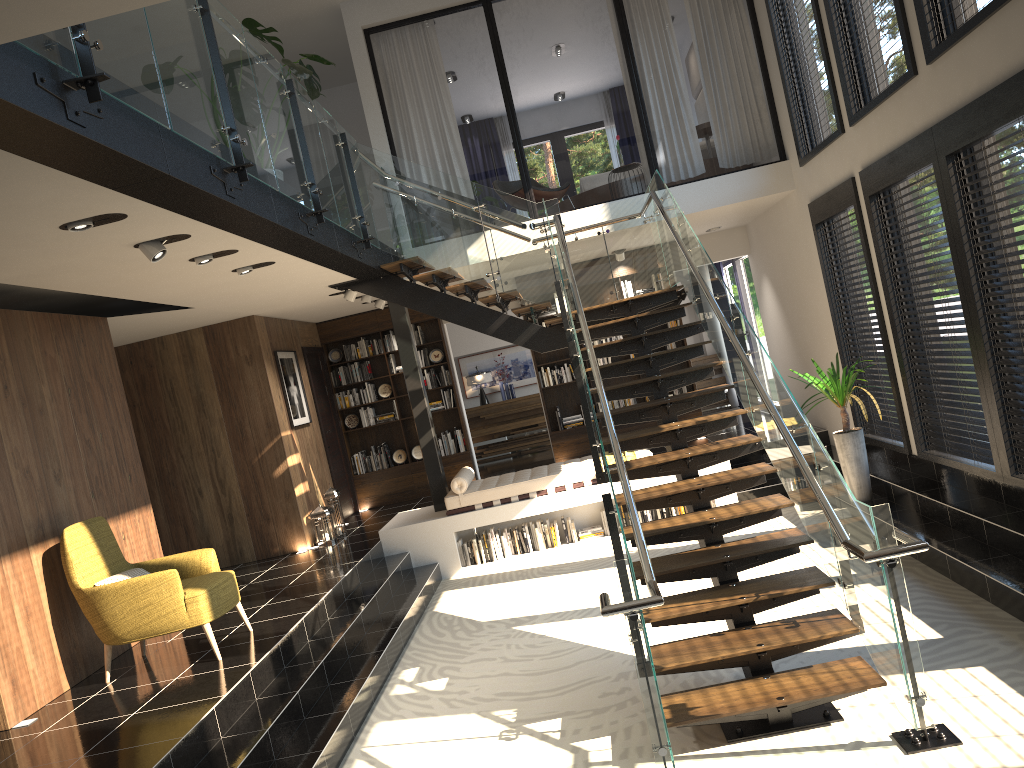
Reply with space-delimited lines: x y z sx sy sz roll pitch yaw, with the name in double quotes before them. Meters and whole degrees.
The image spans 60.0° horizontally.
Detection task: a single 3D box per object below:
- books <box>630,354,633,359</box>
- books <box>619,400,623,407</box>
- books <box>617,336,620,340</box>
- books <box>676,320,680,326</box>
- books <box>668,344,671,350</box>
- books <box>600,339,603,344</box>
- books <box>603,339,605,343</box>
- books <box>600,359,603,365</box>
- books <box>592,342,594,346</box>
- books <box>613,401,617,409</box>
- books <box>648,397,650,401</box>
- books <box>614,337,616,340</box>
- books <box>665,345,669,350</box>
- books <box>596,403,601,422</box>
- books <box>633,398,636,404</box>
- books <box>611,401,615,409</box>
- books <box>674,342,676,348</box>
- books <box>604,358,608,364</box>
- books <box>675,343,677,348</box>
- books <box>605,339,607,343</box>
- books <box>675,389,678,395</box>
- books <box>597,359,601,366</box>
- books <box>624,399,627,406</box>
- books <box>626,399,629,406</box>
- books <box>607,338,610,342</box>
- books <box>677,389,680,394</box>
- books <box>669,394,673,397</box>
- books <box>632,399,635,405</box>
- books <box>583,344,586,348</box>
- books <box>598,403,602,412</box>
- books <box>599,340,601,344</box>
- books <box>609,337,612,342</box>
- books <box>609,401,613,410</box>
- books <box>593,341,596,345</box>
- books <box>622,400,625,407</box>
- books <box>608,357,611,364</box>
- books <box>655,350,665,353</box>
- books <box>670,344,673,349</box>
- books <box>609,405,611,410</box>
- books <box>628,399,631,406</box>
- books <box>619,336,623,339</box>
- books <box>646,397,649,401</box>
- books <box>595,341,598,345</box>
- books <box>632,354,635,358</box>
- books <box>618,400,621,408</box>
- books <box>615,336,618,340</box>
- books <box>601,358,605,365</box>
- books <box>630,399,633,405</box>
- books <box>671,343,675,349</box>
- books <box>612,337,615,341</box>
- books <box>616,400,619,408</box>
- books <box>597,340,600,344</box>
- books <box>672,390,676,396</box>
"books" 1.643 -0.355 12.169 0.026 0.263 0.156 -12 2 4
"books" 1.511 0.326 12.194 0.034 0.255 0.194 -12 2 4
"books" 1.466 -0.619 12.180 0.024 0.220 0.148 -12 2 4
"books" 2.269 -0.782 12.123 0.051 0.194 0.192 -12 1 4
"books" 2.160 -0.445 12.125 0.025 0.212 0.167 -12 2 4
"books" 1.232 -0.579 12.182 0.030 0.244 0.142 -12 2 4
"books" 1.262 -0.579 12.169 0.028 0.231 0.167 -12 2 4
"books" 1.237 -0.241 12.159 0.023 0.218 0.195 -12 1 4
"books" 1.108 -0.543 12.184 0.027 0.228 0.208 -12 1 4
"books" 1.428 0.345 12.186 0.025 0.255 0.202 -12 2 4
"books" 1.892 0.270 12.167 0.025 0.199 0.149 -12 2 4
"books" 1.417 -0.591 12.177 0.024 0.187 0.148 -12 2 4
"books" 2.129 -0.454 12.116 0.030 0.244 0.176 -12 2 4
"books" 1.203 0.390 12.237 0.026 0.263 0.156 -12 2 4
"books" 1.690 0.259 12.198 0.022 0.307 0.131 -12 2 4
"books" 1.397 0.329 12.211 0.032 0.298 0.169 -12 2 4
"books" 2.228 -0.478 12.130 0.022 0.247 0.132 -12 2 4
"books" 1.293 -0.267 12.162 0.036 0.244 0.194 -12 2 4
"books" 2.248 -0.471 12.145 0.012 0.224 0.097 -12 2 4
"books" 1.293 -0.558 12.189 0.021 0.176 0.161 -12 1 4
"books" 2.248 0.127 12.137 0.030 0.326 0.194 -12 2 4
"books" 1.206 -0.269 12.196 0.030 0.284 0.176 -12 2 4
"books" 1.566 0.301 12.185 0.028 0.280 0.154 -12 2 4
"books" 1.591 0.288 12.189 0.025 0.294 0.177 -12 2 4
"books" 1.327 -0.563 12.189 0.047 0.171 0.167 -12 1 4
"books" 2.277 0.128 12.137 0.027 0.311 0.148 -12 2 4
"books" 2.066 0.184 12.155 0.288 0.030 0.175 -12 1 8
"books" 1.675 0.304 12.191 0.026 0.227 0.129 -12 2 4
"books" 1.001 -0.520 12.215 0.030 0.228 0.176 -12 2 4
"books" 1.224 0.361 12.200 0.035 0.312 0.160 -12 2 4
"books" 1.212 -0.556 12.198 0.020 0.206 0.147 -12 2 4
"books" 1.355 -0.617 12.176 0.032 0.265 0.149 -12 2 4
"books" 1.369 0.345 12.215 0.031 0.280 0.141 -12 2 4
"books" 1.133 -0.554 12.190 0.027 0.239 0.153 -12 2 4
"books" 1.542 0.322 12.194 0.029 0.250 0.142 -12 2 4
"books" 1.343 -0.287 12.189 0.067 0.261 0.159 -12 2 4
"books" 1.969 -0.420 12.149 0.272 0.022 0.156 -13 1 2
"books" 2.180 -0.467 12.132 0.023 0.246 0.147 -12 2 4
"books" 1.348 0.383 12.208 0.025 0.215 0.170 -12 2 4
"books" 1.620 0.305 12.175 0.028 0.250 0.161 -12 2 4
"books" 1.500 -0.626 12.180 0.046 0.219 0.145 -12 2 4
"books" 1.862 0.244 12.181 0.024 0.264 0.174 -12 2 4
"books" 1.157 -0.569 12.182 0.028 0.258 0.208 -12 2 4
"books" 1.678 -0.347 12.178 0.037 0.232 0.231 -12 1 4
"books" 1.484 0.337 12.189 0.023 0.246 0.148 -12 2 4
"books" 1.442 -0.608 12.202 0.030 0.208 0.119 -12 2 4
"books" 1.262 -0.261 12.189 0.030 0.245 0.166 -12 2 4
"books" 1.651 0.312 12.193 0.026 0.221 0.145 -12 2 4
"books" 2.202 -0.474 12.108 0.026 0.251 0.178 -12 2 4
"books" 1.393 -0.581 12.169 0.027 0.179 0.163 -12 1 4
"books" 1.451 0.313 12.202 0.032 0.306 0.155 -12 2 4
"books" 1.191 -0.548 12.202 0.026 0.201 0.146 -12 2 4
"books" 2.229 0.171 12.139 0.026 0.247 0.149 -12 2 4
